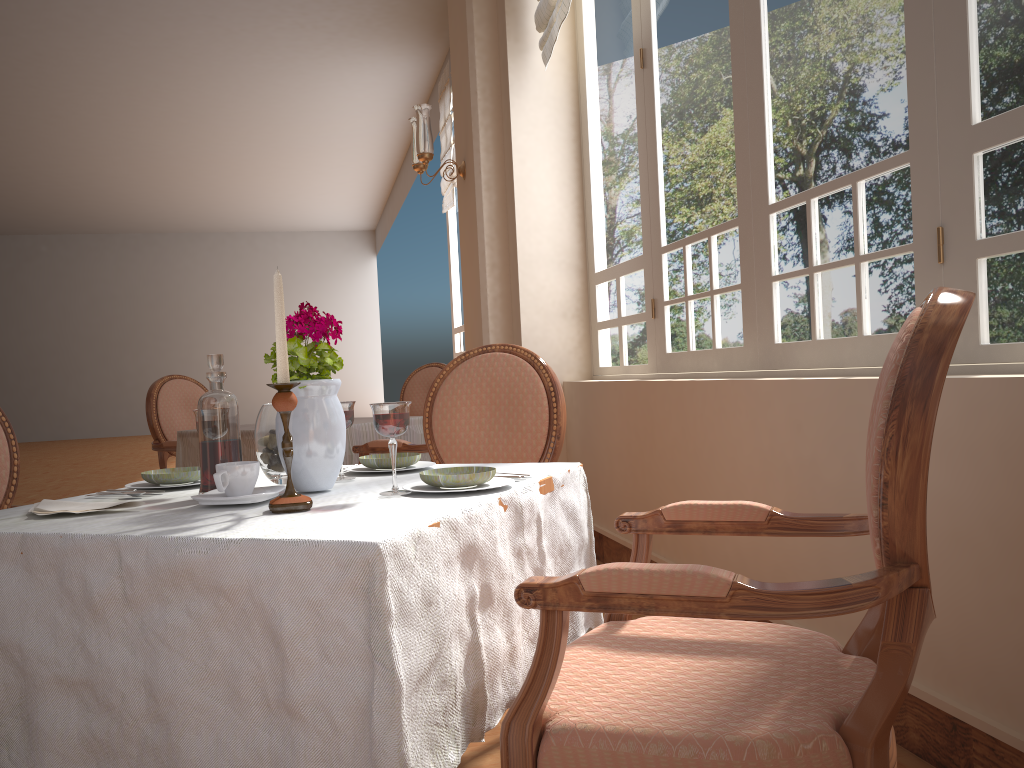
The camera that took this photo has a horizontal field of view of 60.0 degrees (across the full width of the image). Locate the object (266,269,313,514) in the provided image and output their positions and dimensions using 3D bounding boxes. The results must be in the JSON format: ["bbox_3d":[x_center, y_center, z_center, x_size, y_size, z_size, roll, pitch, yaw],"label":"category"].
[{"bbox_3d":[-0.311,0.011,1.213,0.059,0.326,0.177,-3,1,-14],"label":"object"}]

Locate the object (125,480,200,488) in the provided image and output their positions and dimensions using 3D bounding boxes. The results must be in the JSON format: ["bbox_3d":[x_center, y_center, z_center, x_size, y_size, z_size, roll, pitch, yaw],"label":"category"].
[{"bbox_3d":[-0.604,0.178,1.596,0.171,0.005,0.171,-3,1,25],"label":"object"}]

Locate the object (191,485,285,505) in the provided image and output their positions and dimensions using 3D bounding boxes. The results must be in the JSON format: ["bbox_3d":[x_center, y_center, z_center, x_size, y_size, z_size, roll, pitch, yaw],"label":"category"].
[{"bbox_3d":[-0.404,0.166,1.314,0.119,0.016,0.119,-3,1,7],"label":"object"}]

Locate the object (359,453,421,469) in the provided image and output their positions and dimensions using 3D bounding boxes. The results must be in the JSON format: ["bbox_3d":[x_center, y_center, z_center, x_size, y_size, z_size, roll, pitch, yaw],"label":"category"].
[{"bbox_3d":[-0.230,0.148,1.679,0.117,0.024,0.117,-3,1,-34],"label":"object"}]

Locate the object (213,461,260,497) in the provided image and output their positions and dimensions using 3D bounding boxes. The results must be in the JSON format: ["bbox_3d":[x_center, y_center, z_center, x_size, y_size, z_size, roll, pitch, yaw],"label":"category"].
[{"bbox_3d":[-0.411,0.142,1.308,0.078,0.049,0.062,-4,1,-40],"label":"object"}]

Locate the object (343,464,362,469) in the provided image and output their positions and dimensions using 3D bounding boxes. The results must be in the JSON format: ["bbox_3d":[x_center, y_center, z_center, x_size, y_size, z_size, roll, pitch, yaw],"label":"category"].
[{"bbox_3d":[-0.320,0.163,1.716,0.013,0.004,0.127,-3,1,25],"label":"object"}]

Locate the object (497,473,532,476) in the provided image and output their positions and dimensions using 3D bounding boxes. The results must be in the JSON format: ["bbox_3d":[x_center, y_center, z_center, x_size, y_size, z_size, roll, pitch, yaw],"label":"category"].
[{"bbox_3d":[-0.024,0.150,1.482,0.125,0.006,0.027,-3,1,23],"label":"object"}]

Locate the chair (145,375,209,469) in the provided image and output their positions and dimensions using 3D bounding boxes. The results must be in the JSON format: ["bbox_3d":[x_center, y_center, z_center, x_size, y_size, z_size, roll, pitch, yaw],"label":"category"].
[{"bbox_3d":[-1.446,0.408,4.292,0.593,0.931,0.520,-2,1,32],"label":"chair"}]

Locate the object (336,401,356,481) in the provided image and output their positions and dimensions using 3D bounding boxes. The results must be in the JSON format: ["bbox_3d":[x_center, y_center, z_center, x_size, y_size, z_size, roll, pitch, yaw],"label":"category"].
[{"bbox_3d":[-0.299,0.099,1.541,0.062,0.135,0.062,-2,1,19],"label":"object"}]

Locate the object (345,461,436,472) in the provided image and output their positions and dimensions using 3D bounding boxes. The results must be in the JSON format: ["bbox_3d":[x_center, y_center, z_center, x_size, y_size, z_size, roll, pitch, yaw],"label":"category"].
[{"bbox_3d":[-0.230,0.158,1.679,0.171,0.005,0.171,-3,1,18],"label":"object"}]

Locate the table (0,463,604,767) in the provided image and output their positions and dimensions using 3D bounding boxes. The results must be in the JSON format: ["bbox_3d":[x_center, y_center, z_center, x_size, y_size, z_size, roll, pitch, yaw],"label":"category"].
[{"bbox_3d":[-0.349,0.510,1.451,0.829,0.680,0.836,-3,1,21],"label":"table"}]

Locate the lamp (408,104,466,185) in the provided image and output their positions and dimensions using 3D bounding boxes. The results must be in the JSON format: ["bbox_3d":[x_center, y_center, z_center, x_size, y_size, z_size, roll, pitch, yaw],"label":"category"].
[{"bbox_3d":[-0.395,-1.260,4.713,0.274,0.362,0.320,-3,1,-13],"label":"lamp"}]

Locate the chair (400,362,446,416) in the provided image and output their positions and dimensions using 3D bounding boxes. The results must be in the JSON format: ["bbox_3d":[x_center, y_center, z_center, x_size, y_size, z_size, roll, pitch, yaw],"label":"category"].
[{"bbox_3d":[-0.526,0.360,4.508,0.521,0.931,0.593,-2,1,32],"label":"chair"}]

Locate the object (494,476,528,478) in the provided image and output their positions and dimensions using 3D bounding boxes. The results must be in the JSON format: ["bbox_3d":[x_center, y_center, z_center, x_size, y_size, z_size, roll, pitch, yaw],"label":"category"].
[{"bbox_3d":[-0.033,0.152,1.458,0.125,0.002,0.016,-3,1,24],"label":"object"}]

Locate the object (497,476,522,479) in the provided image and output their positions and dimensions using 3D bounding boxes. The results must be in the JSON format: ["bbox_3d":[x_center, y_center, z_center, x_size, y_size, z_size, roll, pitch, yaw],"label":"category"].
[{"bbox_3d":[-0.044,0.152,1.440,0.127,0.004,0.013,-3,1,25],"label":"object"}]

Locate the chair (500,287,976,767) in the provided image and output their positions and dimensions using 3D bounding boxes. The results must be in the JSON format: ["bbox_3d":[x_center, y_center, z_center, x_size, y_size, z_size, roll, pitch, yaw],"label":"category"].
[{"bbox_3d":[0.316,0.355,1.212,0.593,0.931,0.520,-2,1,21],"label":"chair"}]

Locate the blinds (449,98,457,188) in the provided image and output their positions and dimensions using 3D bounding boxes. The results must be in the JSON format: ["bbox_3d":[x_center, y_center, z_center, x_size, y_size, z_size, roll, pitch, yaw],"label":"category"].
[{"bbox_3d":[-0.451,-2.241,7.351,0.085,1.236,0.699,-3,1,-13],"label":"blinds"}]

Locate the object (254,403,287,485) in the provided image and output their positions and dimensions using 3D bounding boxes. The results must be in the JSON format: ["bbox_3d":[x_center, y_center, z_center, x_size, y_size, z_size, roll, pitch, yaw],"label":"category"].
[{"bbox_3d":[-0.389,0.102,1.507,0.093,0.138,0.093,-3,1,15],"label":"object"}]

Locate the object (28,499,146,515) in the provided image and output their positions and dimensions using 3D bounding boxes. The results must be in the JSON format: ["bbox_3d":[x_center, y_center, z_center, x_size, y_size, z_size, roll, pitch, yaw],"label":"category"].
[{"bbox_3d":[-0.655,0.180,1.296,0.234,0.012,0.094,-3,1,26],"label":"object"}]

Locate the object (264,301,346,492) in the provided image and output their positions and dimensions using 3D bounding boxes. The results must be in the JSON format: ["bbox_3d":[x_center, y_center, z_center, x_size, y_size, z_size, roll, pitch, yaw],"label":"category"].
[{"bbox_3d":[-0.324,0.017,1.400,0.124,0.302,0.143,-3,1,-14],"label":"object"}]

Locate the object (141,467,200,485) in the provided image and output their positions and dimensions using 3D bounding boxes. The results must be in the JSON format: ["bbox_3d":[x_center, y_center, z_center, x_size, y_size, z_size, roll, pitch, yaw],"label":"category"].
[{"bbox_3d":[-0.604,0.167,1.596,0.117,0.024,0.117,-3,1,-3],"label":"object"}]

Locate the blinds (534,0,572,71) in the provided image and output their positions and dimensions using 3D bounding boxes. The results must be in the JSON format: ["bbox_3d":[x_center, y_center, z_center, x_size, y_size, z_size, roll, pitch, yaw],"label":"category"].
[{"bbox_3d":[0.205,-2.165,3.842,0.072,1.376,0.843,-3,1,-12],"label":"blinds"}]

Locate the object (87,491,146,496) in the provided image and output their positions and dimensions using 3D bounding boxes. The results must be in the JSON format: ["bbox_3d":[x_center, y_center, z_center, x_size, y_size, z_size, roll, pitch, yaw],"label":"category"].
[{"bbox_3d":[-0.654,0.182,1.461,0.125,0.006,0.027,-3,1,20],"label":"object"}]

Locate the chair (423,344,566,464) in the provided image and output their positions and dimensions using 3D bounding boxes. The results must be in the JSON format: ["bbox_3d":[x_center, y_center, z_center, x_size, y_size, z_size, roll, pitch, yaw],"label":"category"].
[{"bbox_3d":[-0.110,0.366,2.104,0.521,0.931,0.593,-2,1,21],"label":"chair"}]

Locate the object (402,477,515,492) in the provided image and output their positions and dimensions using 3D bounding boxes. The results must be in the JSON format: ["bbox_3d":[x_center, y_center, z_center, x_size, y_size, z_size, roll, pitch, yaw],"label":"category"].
[{"bbox_3d":[-0.081,0.154,1.350,0.171,0.005,0.171,-2,1,37],"label":"object"}]

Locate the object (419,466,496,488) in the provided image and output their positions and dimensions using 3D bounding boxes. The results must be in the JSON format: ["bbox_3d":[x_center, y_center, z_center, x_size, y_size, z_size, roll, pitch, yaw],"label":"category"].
[{"bbox_3d":[-0.082,0.144,1.349,0.117,0.024,0.117,-2,1,28],"label":"object"}]

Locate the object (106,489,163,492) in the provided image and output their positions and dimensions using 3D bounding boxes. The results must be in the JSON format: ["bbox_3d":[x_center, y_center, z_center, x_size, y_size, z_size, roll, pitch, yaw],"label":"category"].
[{"bbox_3d":[-0.636,0.181,1.504,0.127,0.004,0.013,-3,1,22],"label":"object"}]

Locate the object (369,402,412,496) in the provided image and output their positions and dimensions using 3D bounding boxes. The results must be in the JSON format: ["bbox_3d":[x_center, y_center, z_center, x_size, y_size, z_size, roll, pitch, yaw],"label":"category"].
[{"bbox_3d":[-0.176,0.095,1.311,0.062,0.135,0.062,-2,1,19],"label":"object"}]

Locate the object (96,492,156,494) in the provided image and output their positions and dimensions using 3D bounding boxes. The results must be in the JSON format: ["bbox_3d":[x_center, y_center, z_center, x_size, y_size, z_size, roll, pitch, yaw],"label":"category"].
[{"bbox_3d":[-0.646,0.183,1.486,0.125,0.002,0.016,-3,1,21],"label":"object"}]

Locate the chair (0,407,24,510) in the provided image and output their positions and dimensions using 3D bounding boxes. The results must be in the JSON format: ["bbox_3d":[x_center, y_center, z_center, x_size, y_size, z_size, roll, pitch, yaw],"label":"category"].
[{"bbox_3d":[-0.969,0.414,1.712,0.593,0.931,0.520,-2,1,21],"label":"chair"}]

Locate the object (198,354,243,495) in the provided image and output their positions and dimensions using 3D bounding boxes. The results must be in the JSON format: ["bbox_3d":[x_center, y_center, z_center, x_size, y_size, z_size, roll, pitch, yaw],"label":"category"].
[{"bbox_3d":[-0.461,0.064,1.397,0.074,0.222,0.074,-4,2,-33],"label":"object"}]

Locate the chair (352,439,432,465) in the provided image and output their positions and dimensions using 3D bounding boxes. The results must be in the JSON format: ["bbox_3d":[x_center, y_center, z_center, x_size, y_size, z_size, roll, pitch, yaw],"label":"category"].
[{"bbox_3d":[-0.283,0.359,3.549,0.593,0.931,0.520,-2,1,32],"label":"chair"}]

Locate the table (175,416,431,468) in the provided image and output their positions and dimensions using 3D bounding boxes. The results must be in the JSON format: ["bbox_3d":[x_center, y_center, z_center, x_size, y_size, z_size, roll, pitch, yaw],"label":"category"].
[{"bbox_3d":[-0.883,0.511,3.915,0.829,0.677,0.830,-2,1,32],"label":"table"}]

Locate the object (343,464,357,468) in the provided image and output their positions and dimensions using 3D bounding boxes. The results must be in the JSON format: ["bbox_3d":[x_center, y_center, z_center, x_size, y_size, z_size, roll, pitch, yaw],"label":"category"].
[{"bbox_3d":[-0.338,0.165,1.728,0.016,0.002,0.125,-3,1,24],"label":"object"}]

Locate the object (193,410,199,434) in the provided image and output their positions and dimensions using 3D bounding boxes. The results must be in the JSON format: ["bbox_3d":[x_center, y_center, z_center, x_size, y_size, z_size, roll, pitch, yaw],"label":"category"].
[{"bbox_3d":[-0.496,0.109,1.480,0.062,0.135,0.062,-2,1,19],"label":"object"}]

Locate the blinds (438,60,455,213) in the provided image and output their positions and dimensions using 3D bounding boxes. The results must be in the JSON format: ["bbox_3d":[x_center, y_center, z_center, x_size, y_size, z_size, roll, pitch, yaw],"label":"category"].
[{"bbox_3d":[-0.609,-2.214,8.124,0.038,1.293,0.689,-3,1,-13],"label":"blinds"}]
